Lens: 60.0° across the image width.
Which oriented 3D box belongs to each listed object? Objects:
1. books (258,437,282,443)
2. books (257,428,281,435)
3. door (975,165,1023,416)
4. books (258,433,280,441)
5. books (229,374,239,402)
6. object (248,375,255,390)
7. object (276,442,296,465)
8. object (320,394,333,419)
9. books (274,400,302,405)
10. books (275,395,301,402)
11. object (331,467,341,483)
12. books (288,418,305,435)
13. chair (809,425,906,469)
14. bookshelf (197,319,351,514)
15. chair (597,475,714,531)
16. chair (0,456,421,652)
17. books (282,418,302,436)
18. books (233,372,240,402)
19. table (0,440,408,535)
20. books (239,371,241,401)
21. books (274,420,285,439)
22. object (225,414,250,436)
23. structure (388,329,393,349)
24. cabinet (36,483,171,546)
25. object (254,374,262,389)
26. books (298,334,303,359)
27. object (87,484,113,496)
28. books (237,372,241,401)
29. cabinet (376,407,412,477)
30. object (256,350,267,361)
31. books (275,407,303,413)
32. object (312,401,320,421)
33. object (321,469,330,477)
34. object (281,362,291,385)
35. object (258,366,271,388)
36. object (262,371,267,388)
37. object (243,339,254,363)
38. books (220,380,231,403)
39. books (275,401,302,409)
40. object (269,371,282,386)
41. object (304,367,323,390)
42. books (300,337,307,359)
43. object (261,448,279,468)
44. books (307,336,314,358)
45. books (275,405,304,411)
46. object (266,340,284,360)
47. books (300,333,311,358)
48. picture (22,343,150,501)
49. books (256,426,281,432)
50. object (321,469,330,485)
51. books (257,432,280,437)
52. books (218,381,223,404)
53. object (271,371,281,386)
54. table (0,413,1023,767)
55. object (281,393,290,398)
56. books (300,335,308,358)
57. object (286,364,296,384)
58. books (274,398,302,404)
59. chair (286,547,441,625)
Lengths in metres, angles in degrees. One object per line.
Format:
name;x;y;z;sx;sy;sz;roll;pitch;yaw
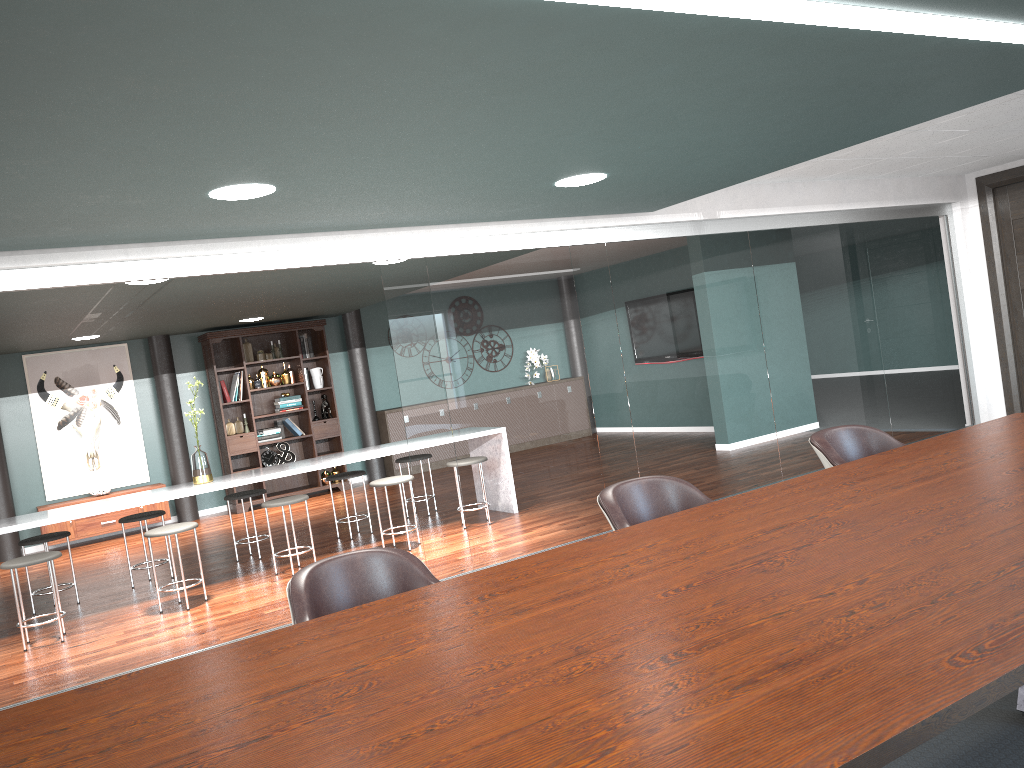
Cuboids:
books;-2.753;0.632;9.969;0.286;0.027;0.184;-10;2;-31
books;-2.749;0.536;9.976;0.248;0.042;0.194;-10;2;-31
door;4.345;-0.701;7.021;0.139;2.130;1.038;-10;2;-31
books;-2.760;0.597;9.966;0.248;0.042;0.194;-10;2;-31
books;-3.086;0.046;9.826;0.115;0.296;0.210;-10;2;-31
object;-2.934;-0.020;9.937;0.105;0.172;0.105;-10;2;-35
object;-2.599;0.789;10.130;0.233;0.268;0.051;-10;2;-31
object;-2.191;0.262;10.326;0.116;0.286;0.215;-10;2;-35
books;-2.561;0.212;10.137;0.268;0.016;0.205;-10;2;-31
books;-2.565;0.167;10.136;0.248;0.042;0.194;-10;2;-31
object;-2.056;1.014;10.322;0.108;0.256;0.108;-8;2;3
books;-2.490;0.486;10.138;0.166;0.228;0.205;-10;2;-31
chair;1.516;0.551;3.576;0.535;0.761;0.518;-10;2;-25
bookshelf;-2.677;0.342;10.072;1.339;1.984;0.482;-10;2;-31
chair;0.579;0.713;2.999;0.523;0.761;0.533;-7;3;41
chair;-2.085;1.130;6.294;4.029;0.512;1.479;-10;2;-31
books;-2.519;0.493;10.120;0.176;0.227;0.194;-10;2;-31
books;-3.064;0.033;9.834;0.090;0.316;0.197;-10;2;-31
table;-2.095;1.038;6.224;4.577;0.699;0.609;-10;2;-31
books;-3.038;0.025;9.846;0.062;0.322;0.197;-10;2;-31
books;-2.654;0.517;10.116;0.063;0.214;0.139;-10;2;-31
object;-3.061;0.445;9.810;0.250;0.221;0.186;-10;2;-33
structure;-0.765;-0.540;11.574;1.791;1.178;0.017;-10;2;-31
cabinet;-4.224;1.344;9.206;1.200;0.379;0.368;-10;2;-31
object;-2.838;-0.026;9.887;0.079;0.161;0.080;-9;2;-5
books;-2.469;-0.421;10.216;0.027;0.286;0.184;-10;2;-31
object;-4.274;1.102;9.210;0.245;0.112;0.261;-9;2;-23
books;-3.046;0.033;9.844;0.063;0.309;0.210;-10;2;-31
cabinet;-4.261;1.203;9.169;12.287;0.820;0.402;-10;2;-31
object;-2.822;-0.319;9.984;0.096;0.126;0.106;-8;2;20
books;-2.548;0.298;10.140;0.268;0.016;0.205;-10;2;-31
object;-2.278;0.309;10.254;0.077;0.228;0.077;-7;3;42
object;-2.169;1.075;10.338;0.099;0.169;0.099;-7;2;33
object;-2.574;-0.122;10.076;0.108;0.256;0.108;-8;2;3
object;-2.799;-0.082;10.001;0.114;0.251;0.114;-9;2;-5
object;-2.766;-0.053;9.897;0.040;0.191;0.040;-9;2;-22
object;-2.962;-0.370;9.936;0.104;0.273;0.104;-8;2;5
books;-3.175;0.085;9.766;0.084;0.252;0.194;-10;2;-31
books;-2.557;0.241;10.137;0.248;0.042;0.194;-10;2;-31
object;-2.659;-0.064;9.966;0.144;0.175;0.073;-10;2;-29
object;-2.313;-0.069;10.325;0.268;0.262;0.137;-8;2;9
books;-2.436;-0.406;10.234;0.042;0.248;0.194;-10;2;-31
object;-2.723;0.830;9.918;0.224;0.238;0.159;-10;2;-31
books;-2.361;-0.419;10.280;0.042;0.248;0.194;-10;2;-31
books;-2.550;0.276;10.141;0.286;0.027;0.184;-10;2;-31
object;-2.715;-0.386;10.064;0.196;0.221;0.184;-10;2;-31
books;-2.394;-0.434;10.262;0.027;0.286;0.184;-10;2;-31
picture;-4.460;0.382;9.322;1.002;1.512;0.031;-10;2;-31
books;-2.763;0.508;9.970;0.268;0.016;0.205;-10;2;-31
object;-2.141;1.072;10.212;0.144;0.175;0.073;-10;2;-29
books;-2.765;0.568;9.965;0.268;0.016;0.205;-10;2;-31
books;-3.229;0.096;9.734;0.042;0.248;0.194;-10;2;-31
object;-2.687;-0.061;10.092;0.099;0.169;0.099;-7;2;33
table;-0.291;0.927;1.463;6.694;0.706;1.374;-10;2;-31
object;-2.591;0.125;10.118;0.104;0.052;0.100;-10;2;-27
books;-2.413;-0.422;10.250;0.016;0.268;0.205;-10;2;-31
object;-2.548;-0.113;10.200;0.092;0.222;0.092;-8;2;3
books;-2.563;0.196;10.130;0.268;0.016;0.205;-10;2;-31
chair;-0.334;0.870;2.456;0.535;0.761;0.518;-10;2;-25
